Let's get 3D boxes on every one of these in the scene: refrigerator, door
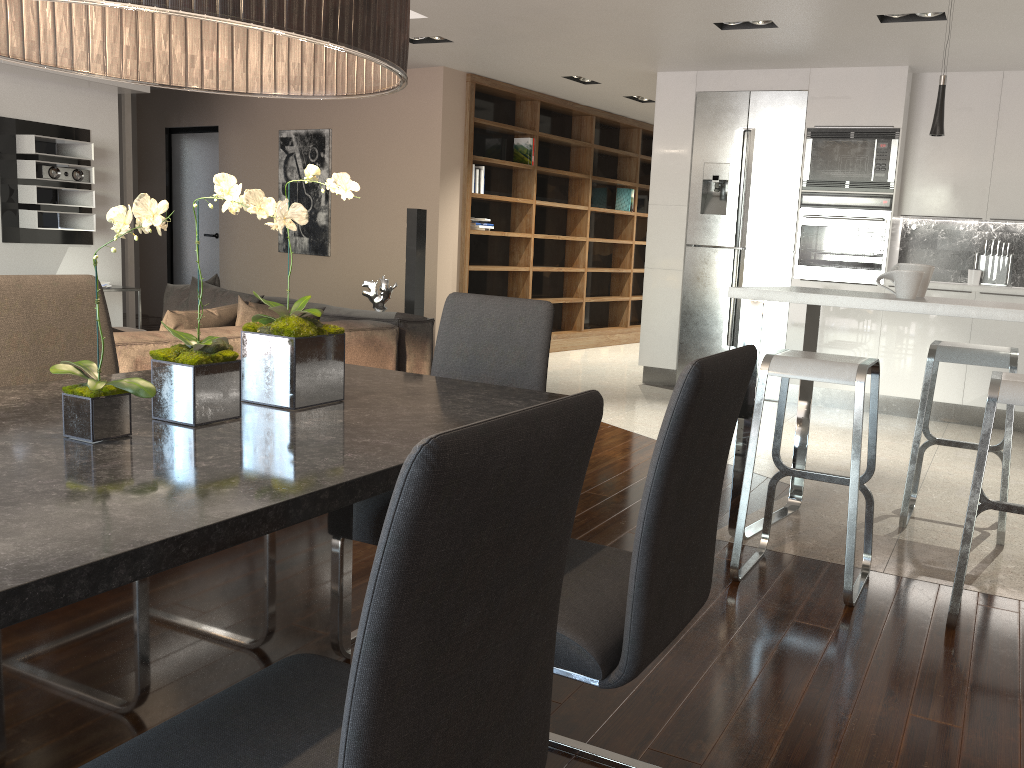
[{"bbox_3d":[1.906,-1.101,7.103,0.837,2.337,0.609,7,10,26],"label":"refrigerator"},{"bbox_3d":[-3.405,-1.708,9.547,0.951,2.088,0.162,9,11,36],"label":"door"}]

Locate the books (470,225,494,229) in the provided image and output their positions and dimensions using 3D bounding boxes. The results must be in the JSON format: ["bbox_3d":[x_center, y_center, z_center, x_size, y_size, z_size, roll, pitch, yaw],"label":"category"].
[{"bbox_3d":[-0.303,-1.428,7.988,0.167,0.019,0.255,8,11,28],"label":"books"}]

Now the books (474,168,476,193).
[{"bbox_3d":[-0.379,-1.801,7.774,0.144,0.222,0.024,9,11,36],"label":"books"}]

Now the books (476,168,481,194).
[{"bbox_3d":[-0.342,-1.809,7.840,0.144,0.222,0.024,9,11,36],"label":"books"}]

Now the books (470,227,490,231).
[{"bbox_3d":[-0.297,-1.410,8.009,0.153,0.022,0.208,5,10,8],"label":"books"}]

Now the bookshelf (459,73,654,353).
[{"bbox_3d":[1.591,-1.754,10.443,0.276,2.484,6.899,9,11,37],"label":"bookshelf"}]

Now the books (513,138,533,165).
[{"bbox_3d":[0.102,-2.203,8.340,0.183,0.247,0.045,9,11,36],"label":"books"}]

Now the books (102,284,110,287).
[{"bbox_3d":[-3.312,-0.771,6.804,0.330,0.011,0.244,0,10,-19],"label":"books"}]

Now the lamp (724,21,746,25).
[{"bbox_3d":[1.349,-2.241,5.391,0.169,0.077,0.185,8,10,27],"label":"lamp"}]

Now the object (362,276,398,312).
[{"bbox_3d":[-0.822,-0.545,5.589,0.287,0.287,0.283,3,9,-3],"label":"object"}]

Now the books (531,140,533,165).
[{"bbox_3d":[0.124,-2.208,8.366,0.169,0.250,0.025,9,11,36],"label":"books"}]

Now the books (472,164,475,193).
[{"bbox_3d":[-0.403,-1.806,7.734,0.166,0.243,0.020,9,11,36],"label":"books"}]

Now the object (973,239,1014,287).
[{"bbox_3d":[3.532,-0.889,6.455,0.278,0.335,0.063,8,10,30],"label":"object"}]

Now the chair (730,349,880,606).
[{"bbox_3d":[1.052,0.299,3.083,0.403,0.798,0.450,7,10,27],"label":"chair"}]

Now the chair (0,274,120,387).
[{"bbox_3d":[-1.050,0.221,2.276,0.548,0.962,0.447,7,10,27],"label":"chair"}]

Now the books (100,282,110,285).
[{"bbox_3d":[-3.319,-0.783,6.804,0.327,0.011,0.246,1,10,-14],"label":"books"}]

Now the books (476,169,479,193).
[{"bbox_3d":[-0.359,-1.794,7.787,0.147,0.204,0.022,9,11,36],"label":"books"}]

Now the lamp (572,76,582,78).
[{"bbox_3d":[0.541,-2.633,7.441,0.183,0.077,0.171,0,10,-18],"label":"lamp"}]

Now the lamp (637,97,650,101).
[{"bbox_3d":[1.276,-2.746,8.394,0.183,0.077,0.172,1,10,-17],"label":"lamp"}]

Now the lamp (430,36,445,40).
[{"bbox_3d":[-0.535,-2.505,6.282,0.180,0.077,0.174,2,9,-8],"label":"lamp"}]

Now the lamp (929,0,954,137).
[{"bbox_3d":[1.759,-1.433,3.543,0.055,0.843,0.060,7,10,27],"label":"lamp"}]

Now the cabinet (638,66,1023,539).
[{"bbox_3d":[1.543,-0.632,3.681,4.263,2.494,7.230,8,10,28],"label":"cabinet"}]

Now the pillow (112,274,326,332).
[{"bbox_3d":[-1.497,-0.317,4.576,1.077,0.430,2.064,2,10,-9],"label":"pillow"}]

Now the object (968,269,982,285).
[{"bbox_3d":[3.385,-0.785,6.443,0.094,0.116,0.090,1,9,-14],"label":"object"}]

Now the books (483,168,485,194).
[{"bbox_3d":[-0.312,-1.821,7.896,0.157,0.232,0.024,9,11,36],"label":"books"}]

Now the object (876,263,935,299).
[{"bbox_3d":[1.546,-0.408,3.454,0.180,0.133,0.458,8,11,29],"label":"object"}]

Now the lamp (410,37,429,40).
[{"bbox_3d":[-0.691,-2.527,6.355,0.168,0.077,0.186,9,11,33],"label":"lamp"}]

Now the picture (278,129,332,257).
[{"bbox_3d":[-1.979,-1.822,8.375,0.715,1.163,0.030,9,11,35],"label":"picture"}]

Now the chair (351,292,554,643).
[{"bbox_3d":[-0.196,0.248,2.428,0.410,0.962,0.597,7,10,28],"label":"chair"}]

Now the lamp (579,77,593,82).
[{"bbox_3d":[0.656,-2.650,7.590,0.183,0.077,0.172,1,10,-17],"label":"lamp"}]

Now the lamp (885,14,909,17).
[{"bbox_3d":[2.184,-2.124,4.999,0.169,0.077,0.185,8,10,27],"label":"lamp"}]

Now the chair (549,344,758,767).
[{"bbox_3d":[0.123,0.385,1.724,0.548,0.962,0.447,7,10,27],"label":"chair"}]

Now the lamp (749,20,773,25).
[{"bbox_3d":[1.504,-2.219,5.319,0.174,0.077,0.180,5,9,10],"label":"lamp"}]

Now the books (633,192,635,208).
[{"bbox_3d":[1.316,-2.062,9.961,0.143,0.222,0.024,9,11,36],"label":"books"}]

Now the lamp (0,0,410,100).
[{"bbox_3d":[-0.570,-1.113,1.467,0.846,1.100,0.764,-4,11,-38],"label":"lamp"}]

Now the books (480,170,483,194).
[{"bbox_3d":[-0.321,-1.803,7.853,0.147,0.204,0.022,9,11,36],"label":"books"}]

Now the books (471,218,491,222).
[{"bbox_3d":[-0.293,-1.494,7.996,0.153,0.020,0.208,5,10,8],"label":"books"}]

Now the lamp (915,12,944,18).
[{"bbox_3d":[2.340,-2.103,4.926,0.174,0.077,0.180,5,9,10],"label":"lamp"}]

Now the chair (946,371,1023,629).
[{"bbox_3d":[1.660,0.384,2.797,0.403,0.798,0.450,7,10,27],"label":"chair"}]

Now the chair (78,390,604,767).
[{"bbox_3d":[-0.239,0.468,1.092,0.548,0.962,0.447,7,10,27],"label":"chair"}]

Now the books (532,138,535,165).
[{"bbox_3d":[0.139,-2.211,8.385,0.169,0.250,0.025,9,11,36],"label":"books"}]

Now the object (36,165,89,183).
[{"bbox_3d":[-3.399,-1.591,6.662,0.069,0.094,0.377,8,10,29],"label":"object"}]

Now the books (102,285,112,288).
[{"bbox_3d":[-3.313,-0.760,6.796,0.325,0.011,0.249,2,10,-9],"label":"books"}]

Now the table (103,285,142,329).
[{"bbox_3d":[-3.309,-0.478,6.854,0.432,0.561,0.628,8,10,28],"label":"table"}]

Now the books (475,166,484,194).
[{"bbox_3d":[-0.322,-1.825,7.875,0.166,0.243,0.020,9,11,36],"label":"books"}]

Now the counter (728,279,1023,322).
[{"bbox_3d":[3.033,-0.431,4.667,2.580,0.041,4.210,9,11,28],"label":"counter"}]

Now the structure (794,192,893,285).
[{"bbox_3d":[2.578,-1.113,6.751,0.637,0.649,0.679,8,10,27],"label":"structure"}]

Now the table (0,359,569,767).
[{"bbox_3d":[-0.657,0.445,1.696,0.997,0.758,1.674,8,10,28],"label":"table"}]

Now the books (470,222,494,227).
[{"bbox_3d":[-0.306,-1.450,7.991,0.154,0.023,0.244,11,12,38],"label":"books"}]

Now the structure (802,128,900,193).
[{"bbox_3d":[2.626,-1.676,6.709,0.633,0.449,0.640,8,10,27],"label":"structure"}]

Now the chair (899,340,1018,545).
[{"bbox_3d":[1.962,0.232,3.821,0.403,0.798,0.450,7,10,27],"label":"chair"}]

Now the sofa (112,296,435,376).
[{"bbox_3d":[-2.165,-0.086,4.477,2.598,0.702,2.618,11,12,37],"label":"sofa"}]

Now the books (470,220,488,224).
[{"bbox_3d":[-0.348,-1.478,8.007,0.140,0.023,0.232,10,11,33],"label":"books"}]

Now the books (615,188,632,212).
[{"bbox_3d":[1.256,-2.076,9.909,0.191,0.259,0.015,9,11,36],"label":"books"}]

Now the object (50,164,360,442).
[{"bbox_3d":[-0.523,-0.181,1.660,0.298,0.500,0.598,7,10,25],"label":"object"}]

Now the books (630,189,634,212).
[{"bbox_3d":[1.285,-2.068,9.915,0.184,0.245,0.029,9,11,36],"label":"books"}]
